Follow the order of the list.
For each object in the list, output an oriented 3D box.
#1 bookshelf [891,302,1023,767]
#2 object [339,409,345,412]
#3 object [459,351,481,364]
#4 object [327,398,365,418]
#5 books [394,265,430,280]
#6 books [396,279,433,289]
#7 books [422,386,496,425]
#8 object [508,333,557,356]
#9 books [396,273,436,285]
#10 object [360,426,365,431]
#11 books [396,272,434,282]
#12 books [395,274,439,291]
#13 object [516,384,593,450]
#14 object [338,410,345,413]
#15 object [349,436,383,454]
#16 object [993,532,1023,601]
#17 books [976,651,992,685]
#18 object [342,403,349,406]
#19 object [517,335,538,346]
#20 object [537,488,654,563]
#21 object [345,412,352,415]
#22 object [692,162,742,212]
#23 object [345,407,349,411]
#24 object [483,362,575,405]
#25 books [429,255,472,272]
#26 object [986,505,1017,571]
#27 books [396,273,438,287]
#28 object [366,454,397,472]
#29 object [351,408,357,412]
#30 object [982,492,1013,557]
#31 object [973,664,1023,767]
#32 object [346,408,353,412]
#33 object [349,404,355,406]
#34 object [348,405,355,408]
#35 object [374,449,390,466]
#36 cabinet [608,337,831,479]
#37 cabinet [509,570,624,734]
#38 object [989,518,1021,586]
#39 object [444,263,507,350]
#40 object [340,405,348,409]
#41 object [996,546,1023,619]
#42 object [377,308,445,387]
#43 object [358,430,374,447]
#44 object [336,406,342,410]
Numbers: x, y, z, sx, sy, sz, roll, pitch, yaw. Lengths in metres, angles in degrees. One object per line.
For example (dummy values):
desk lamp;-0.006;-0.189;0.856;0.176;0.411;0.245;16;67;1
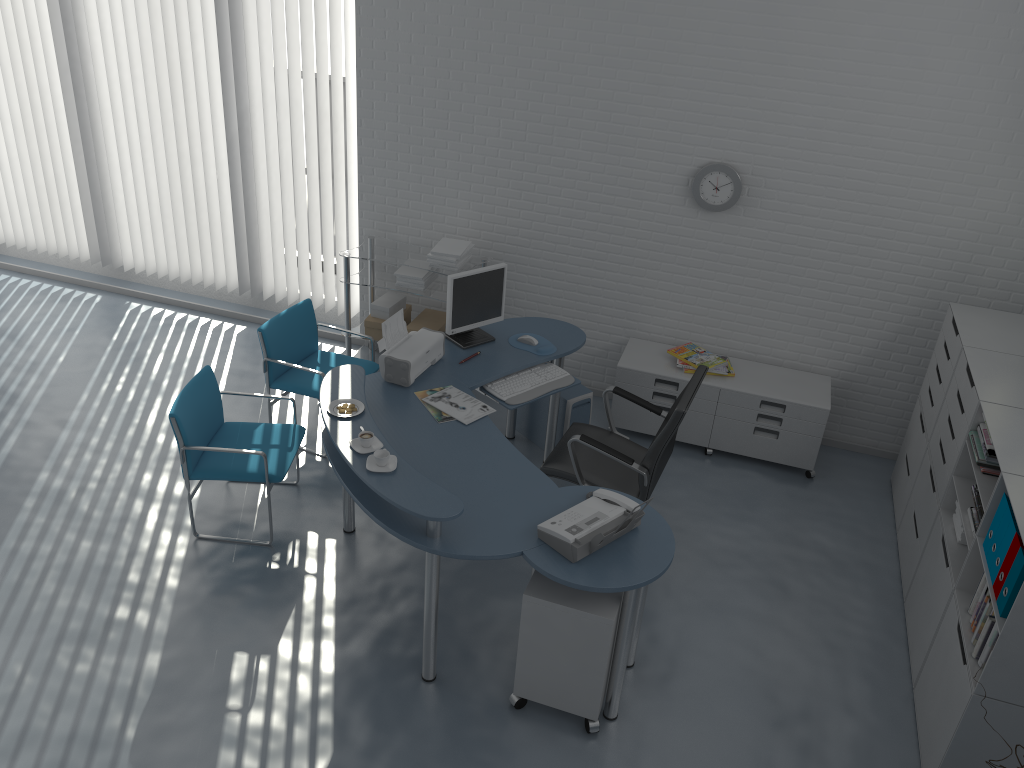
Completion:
bookshelf;2.197;0.621;3.984;0.521;1.141;2.294;12;30;14
object;-0.725;0.114;3.790;0.027;0.005;0.025;2;29;-4
object;-0.220;-0.136;4.614;0.013;0.013;0.178;22;33;29
object;-0.714;0.106;3.813;0.162;0.011;0.162;-12;33;-28
books;-0.616;-0.731;5.658;0.190;0.015;0.270;11;29;11
books;-0.607;-0.681;5.692;0.190;0.015;0.270;10;29;10
books;-0.251;0.100;4.189;0.300;0.010;0.200;27;36;34
object;0.119;-0.231;4.822;0.285;0.026;0.213;19;32;25
books;-0.599;-0.704;5.674;0.190;0.015;0.270;12;30;13
object;-0.607;0.197;3.657;0.025;0.021;0.119;-10;32;-24
books;-0.597;-0.721;5.673;0.190;0.015;0.270;13;30;15
books;-0.608;-0.668;5.699;0.190;0.015;0.270;12;30;13
object;0.246;0.163;5.289;0.199;0.422;0.471;-17;36;-34
object;-0.729;0.117;3.793;0.027;0.005;0.025;-2;29;-11
object;-0.588;0.247;3.577;0.119;0.016;0.119;-15;35;-32
object;1.795;0.650;3.047;0.181;0.247;0.082;12;30;14
books;1.711;1.002;3.036;0.178;0.163;0.032;12;30;14
object;-0.720;0.092;3.839;0.025;0.005;0.027;-13;33;-28
object;0.088;-0.244;4.824;0.115;0.035;0.054;18;31;22
object;0.342;0.456;3.349;0.405;0.280;0.399;-21;38;-38
object;-0.697;0.123;3.788;0.027;0.005;0.025;7;29;4
object;1.172;-1.124;5.066;0.279;0.277;0.041;12;30;14
object;-0.706;0.108;3.813;0.025;0.005;0.027;5;29;1
object;0.087;-0.016;4.567;0.478;0.028;0.276;-20;37;-37
books;-0.383;-0.770;5.551;0.190;0.015;0.270;12;30;14
object;1.846;0.577;3.187;0.181;0.247;0.082;12;30;14
books;-0.597;-0.694;5.686;0.190;0.015;0.270;12;30;14
object;-0.510;0.313;3.469;0.119;0.016;0.119;2;29;-5
object;-0.678;0.110;3.814;0.025;0.005;0.027;-4;30;-15
object;1.871;0.540;3.258;0.181;0.247;0.082;12;30;14
object;1.549;1.347;2.767;0.312;0.972;0.357;0;29;-8
object;-0.696;0.112;3.798;0.025;0.005;0.027;8;29;6
object;-0.692;0.094;3.840;0.025;0.005;0.027;-4;30;-15
object;-0.692;0.097;3.826;0.027;0.005;0.025;-10;32;-25
object;-0.503;0.290;3.463;0.062;0.049;0.078;24;35;32
cabinet;1.262;0.133;5.427;1.259;0.484;0.447;12;30;13
cabinet;0.271;0.977;3.634;0.383;0.605;0.559;13;30;15
object;1.820;0.613;3.117;0.181;0.247;0.082;12;30;14
object;-0.224;-0.433;4.732;0.365;0.417;0.212;-18;36;-35
object;-0.722;0.099;3.817;0.025;0.005;0.027;15;30;18
object;1.769;0.688;2.976;0.181;0.247;0.082;12;30;14
object;-0.505;-0.197;4.414;0.197;0.273;0.392;15;31;18
object;-0.585;0.222;3.573;0.062;0.049;0.078;7;29;5
object;-0.740;0.103;3.817;0.025;0.005;0.027;-16;35;-32
